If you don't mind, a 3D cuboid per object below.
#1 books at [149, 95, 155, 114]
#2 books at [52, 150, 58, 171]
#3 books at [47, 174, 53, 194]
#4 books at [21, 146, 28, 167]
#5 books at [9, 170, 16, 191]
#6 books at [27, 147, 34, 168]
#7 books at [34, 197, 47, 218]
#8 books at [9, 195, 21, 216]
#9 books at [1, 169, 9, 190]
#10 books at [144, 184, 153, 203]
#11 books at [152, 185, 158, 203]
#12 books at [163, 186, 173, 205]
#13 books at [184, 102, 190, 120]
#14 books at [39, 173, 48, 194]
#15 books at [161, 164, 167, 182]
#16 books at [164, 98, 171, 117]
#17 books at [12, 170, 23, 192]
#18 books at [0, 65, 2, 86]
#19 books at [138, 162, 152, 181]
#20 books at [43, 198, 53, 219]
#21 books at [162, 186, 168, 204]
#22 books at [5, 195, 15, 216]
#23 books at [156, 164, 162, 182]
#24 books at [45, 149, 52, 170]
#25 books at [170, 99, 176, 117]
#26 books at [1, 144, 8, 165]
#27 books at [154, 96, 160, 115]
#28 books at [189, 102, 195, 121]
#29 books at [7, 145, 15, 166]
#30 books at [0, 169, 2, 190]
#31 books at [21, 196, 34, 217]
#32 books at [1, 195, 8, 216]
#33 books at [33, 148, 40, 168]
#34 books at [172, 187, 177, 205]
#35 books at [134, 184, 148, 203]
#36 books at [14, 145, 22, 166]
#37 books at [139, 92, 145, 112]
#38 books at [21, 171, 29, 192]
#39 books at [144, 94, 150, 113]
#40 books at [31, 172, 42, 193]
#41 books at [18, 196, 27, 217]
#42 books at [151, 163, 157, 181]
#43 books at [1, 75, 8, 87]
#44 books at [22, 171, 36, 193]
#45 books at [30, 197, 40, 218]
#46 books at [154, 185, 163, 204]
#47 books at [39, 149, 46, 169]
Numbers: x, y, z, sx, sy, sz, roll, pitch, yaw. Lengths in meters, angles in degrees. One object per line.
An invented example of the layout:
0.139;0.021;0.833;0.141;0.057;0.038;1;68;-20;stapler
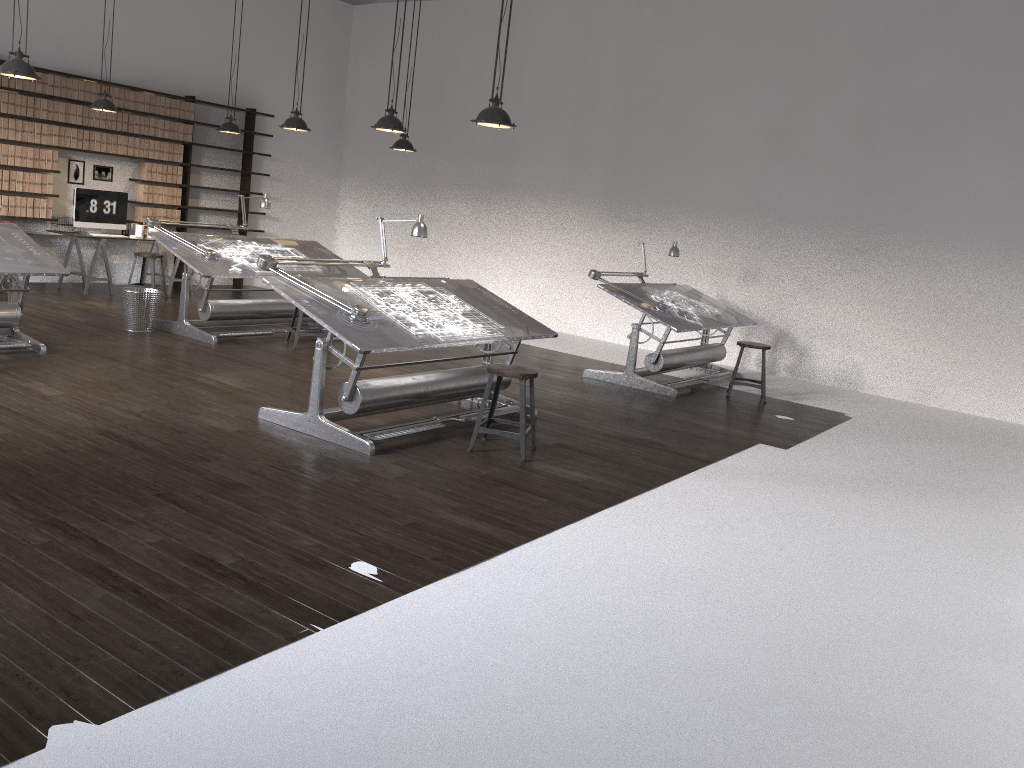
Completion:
-4.494;-3.460;10.946;0.175;0.224;0.067;13;10;34;books
-5.254;-2.552;10.100;0.175;0.224;0.067;13;10;34;books
-5.310;-2.279;10.097;0.175;0.224;0.067;13;10;34;books
-5.450;-2.521;9.813;0.175;0.224;0.067;13;10;33;books
-5.546;-2.243;9.762;0.175;0.224;0.067;13;10;33;books
-5.408;-2.526;9.866;0.175;0.224;0.067;13;10;34;books
-5.378;-2.002;10.081;0.175;0.224;0.067;13;10;34;books
-5.542;-1.977;9.848;0.175;0.224;0.067;13;10;33;books
-5.584;-2.235;9.697;0.175;0.224;0.067;13;10;34;books
-4.597;-2.391;11.132;0.175;0.224;0.067;13;10;33;books
-4.559;-2.397;11.190;0.175;0.224;0.067;13;10;33;books
-4.435;-2.414;11.357;0.175;0.224;0.067;13;10;33;books
-4.216;-3.504;11.352;0.175;0.224;0.067;13;10;33;books
-5.347;-2.273;10.046;0.175;0.224;0.067;13;10;34;books
-4.464;-2.676;11.243;0.175;0.224;0.067;13;10;33;books
-4.369;-3.477;11.118;0.175;0.224;0.067;13;10;33;books
-5.501;-2.248;9.818;0.175;0.224;0.067;13;10;33;books
-5.527;-3.298;9.454;0.175;0.224;0.067;13;10;34;books
-4.584;-2.657;11.068;0.175;0.224;0.067;13;10;34;books
-5.341;-2.009;10.142;0.175;0.224;0.067;13;10;33;books
-4.473;-2.409;11.303;0.175;0.224;0.067;13;10;34;books
-5.574;-1.970;9.793;0.175;0.224;0.067;13;10;34;books
-4.501;-2.668;11.182;0.175;0.224;0.067;13;10;33;books
-5.291;-2.545;10.038;0.175;0.224;0.067;13;10;34;books
-4.328;-3.484;11.177;0.175;0.224;0.067;13;10;34;books
-5.567;-2.503;9.645;0.175;0.224;0.067;13;10;33;books
-4.456;-3.466;11.005;0.175;0.224;0.067;13;10;34;books
-4.173;-3.509;11.407;0.175;0.224;0.067;13;10;34;books
-5.524;-2.508;9.700;0.175;0.224;0.067;13;10;34;books
-5.630;-2.229;9.639;0.175;0.224;0.067;13;10;33;books
-5.460;-1.989;9.961;0.175;0.224;0.067;13;10;33;books
-5.615;-1.964;9.734;0.175;0.224;0.067;13;10;33;books
-5.375;-2.533;9.924;0.175;0.224;0.067;13;10;33;books
-4.403;-2.421;11.412;0.175;0.224;0.067;13;10;34;books
-4.634;-2.384;11.072;0.175;0.224;0.067;13;10;34;books
-5.484;-2.515;9.761;0.175;0.224;0.067;13;10;33;books
-4.573;-3.446;10.828;0.175;0.224;0.067;13;10;34;books
-5.465;-2.255;9.878;0.175;0.224;0.067;13;10;34;books
-4.531;-3.453;10.887;0.175;0.224;0.067;13;10;33;books
-5.381;-2.266;9.989;0.175;0.224;0.067;13;10;33;books
-5.507;-1.983;9.903;0.175;0.224;0.067;13;10;34;books
-4.544;-2.663;11.126;0.175;0.224;0.067;13;10;34;books
-5.480;-3.304;9.512;0.175;0.224;0.067;13;10;33;books
-5.424;-2.262;9.937;0.175;0.224;0.067;13;10;34;books
-5.422;-1.997;10.026;0.175;0.224;0.067;13;10;34;books
-4.517;-2.403;11.245;0.175;0.224;0.067;13;10;34;books
-5.335;-2.539;9.983;0.175;0.224;0.067;13;10;33;books
